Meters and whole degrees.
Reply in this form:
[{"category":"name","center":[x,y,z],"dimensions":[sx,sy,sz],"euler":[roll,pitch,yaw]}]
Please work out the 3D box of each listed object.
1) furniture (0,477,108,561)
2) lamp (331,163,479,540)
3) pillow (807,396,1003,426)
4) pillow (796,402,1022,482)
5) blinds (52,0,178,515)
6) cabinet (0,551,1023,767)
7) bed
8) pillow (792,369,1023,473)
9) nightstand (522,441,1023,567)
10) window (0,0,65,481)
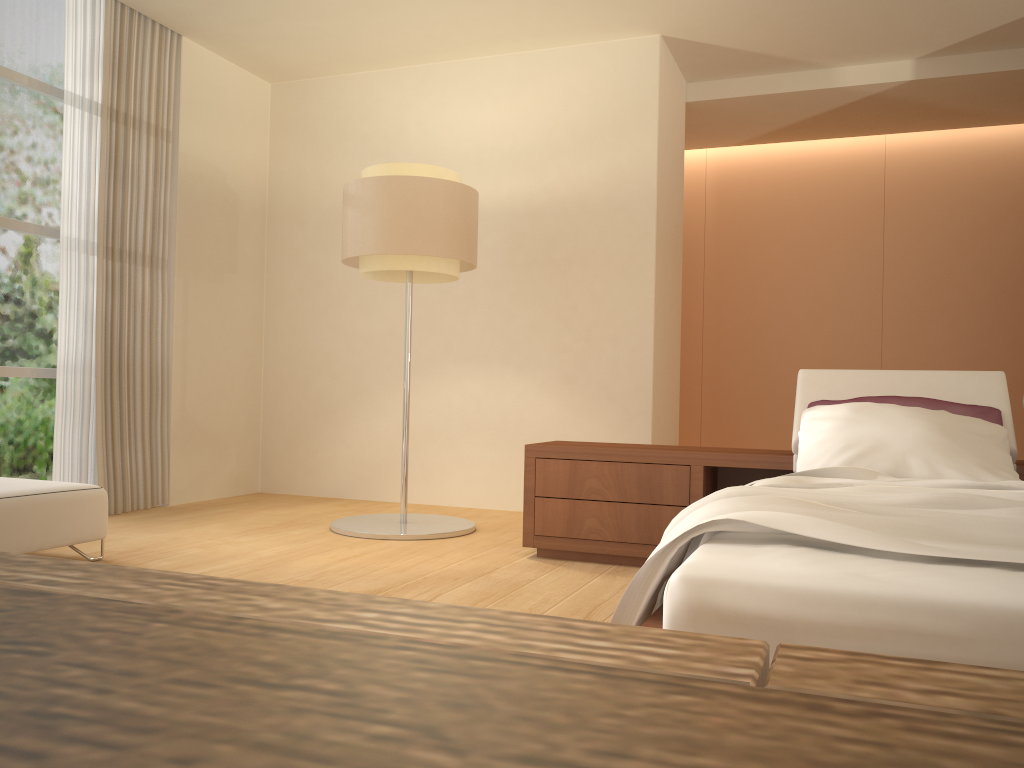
[{"category":"furniture","center":[-2.400,0.592,3.694],"dimensions":[0.964,0.346,0.965],"euler":[1,-1,21]},{"category":"lamp","center":[-0.595,-0.185,5.070],"dimensions":[0.817,2.018,0.817],"euler":[2,-1,-26]},{"category":"pillow","center":[1.984,0.238,3.344],"dimensions":[1.683,0.369,0.575],"euler":[1,-1,21]},{"category":"pillow","center":[1.892,0.247,3.089],"dimensions":[1.720,0.339,0.561],"euler":[1,-1,21]},{"category":"blinds","center":[-2.399,-0.889,5.454],"dimensions":[0.202,3.351,0.814],"euler":[1,-1,20]},{"category":"cabinet","center":[0.009,0.445,0.136],"dimensions":[3.713,0.662,0.588],"euler":[1,-1,21]},{"category":"bed","center":[1.648,0.557,2.361],"dimensions":[2.599,0.570,2.535],"euler":[1,-1,21]},{"category":"pillow","center":[2.095,0.172,3.654],"dimensions":[1.779,0.457,0.461],"euler":[1,-1,20]},{"category":"nightstand","center":[2.109,0.599,3.702],"dimensions":[4.220,0.539,0.493],"euler":[1,-1,21]},{"category":"window","center":[-3.401,-0.942,3.720],"dimensions":[0.071,3.371,4.781],"euler":[1,-1,21]}]
